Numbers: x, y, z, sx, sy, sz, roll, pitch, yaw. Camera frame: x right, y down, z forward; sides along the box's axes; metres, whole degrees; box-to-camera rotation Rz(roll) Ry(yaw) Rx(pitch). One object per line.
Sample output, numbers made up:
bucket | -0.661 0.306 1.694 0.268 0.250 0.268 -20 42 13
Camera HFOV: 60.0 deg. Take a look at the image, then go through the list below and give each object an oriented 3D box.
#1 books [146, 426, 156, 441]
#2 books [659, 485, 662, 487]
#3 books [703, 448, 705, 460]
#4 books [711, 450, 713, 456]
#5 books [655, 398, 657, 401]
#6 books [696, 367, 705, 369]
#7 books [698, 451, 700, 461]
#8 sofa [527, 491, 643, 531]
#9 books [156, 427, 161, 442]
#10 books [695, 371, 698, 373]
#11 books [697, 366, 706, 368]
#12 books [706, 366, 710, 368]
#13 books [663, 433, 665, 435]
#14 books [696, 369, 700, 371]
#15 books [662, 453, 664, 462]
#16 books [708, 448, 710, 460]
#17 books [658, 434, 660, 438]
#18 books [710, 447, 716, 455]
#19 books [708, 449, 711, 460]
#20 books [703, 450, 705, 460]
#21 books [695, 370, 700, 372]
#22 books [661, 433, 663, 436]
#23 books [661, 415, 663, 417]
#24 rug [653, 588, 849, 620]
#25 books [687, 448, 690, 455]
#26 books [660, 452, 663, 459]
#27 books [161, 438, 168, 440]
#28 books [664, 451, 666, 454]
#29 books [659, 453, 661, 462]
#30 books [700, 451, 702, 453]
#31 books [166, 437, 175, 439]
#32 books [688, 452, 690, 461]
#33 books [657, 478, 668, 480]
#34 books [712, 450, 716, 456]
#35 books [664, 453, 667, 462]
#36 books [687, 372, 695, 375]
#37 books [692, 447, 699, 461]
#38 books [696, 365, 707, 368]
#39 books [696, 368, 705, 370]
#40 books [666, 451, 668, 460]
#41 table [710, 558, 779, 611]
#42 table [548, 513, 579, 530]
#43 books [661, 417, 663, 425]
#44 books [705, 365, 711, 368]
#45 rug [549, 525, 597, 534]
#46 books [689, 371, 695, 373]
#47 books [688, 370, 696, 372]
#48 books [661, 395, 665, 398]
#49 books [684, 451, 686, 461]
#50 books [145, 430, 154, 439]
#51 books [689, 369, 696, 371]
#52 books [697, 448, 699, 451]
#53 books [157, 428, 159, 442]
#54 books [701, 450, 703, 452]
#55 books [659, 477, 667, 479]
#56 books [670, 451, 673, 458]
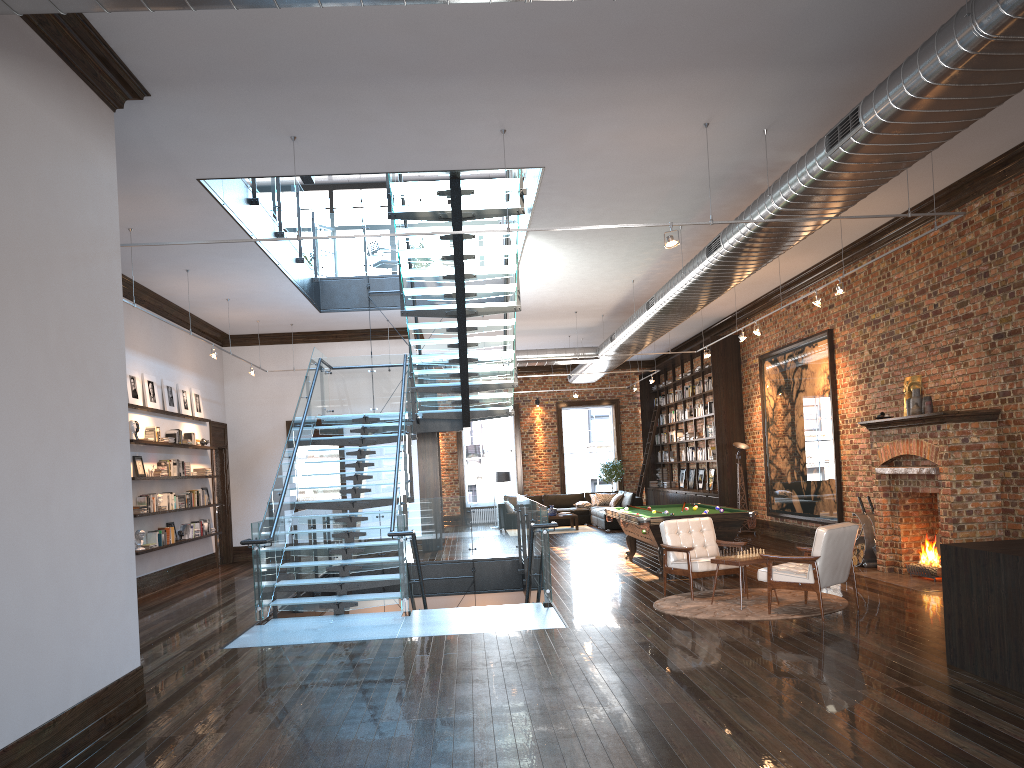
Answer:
books | -5.250 0.730 12.898 0.142 0.228 0.014 -3 -1 -3
books | 4.276 2.879 25.037 0.198 0.035 0.218 -3 -5 0
books | 4.494 1.614 20.486 0.152 0.291 0.031 -3 -1 -3
books | 4.536 1.586 19.877 0.141 0.228 0.032 -3 -1 -3
books | 4.155 0.551 25.162 0.180 0.307 0.014 -3 -1 -3
books | 4.385 -0.366 20.485 0.169 0.034 0.287 -2 -5 -8
books | 4.467 1.676 20.813 0.167 0.234 0.032 -3 -1 -3
sofa | 1.429 3.148 21.935 3.499 0.802 3.464 -3 -5 -3
books | -5.234 0.743 12.979 0.164 0.216 0.012 -3 -1 -3
books | 4.374 -0.289 20.483 0.217 0.010 0.343 -3 -5 -4
books | 4.381 -0.391 20.485 0.168 0.015 0.370 -3 -5 1
books | 4.406 -0.374 19.559 0.214 0.012 0.253 -3 -5 2
books | 4.252 1.495 24.390 0.159 0.285 0.014 -3 -1 -3
books | 4.372 -0.325 20.483 0.206 0.008 0.335 -3 -5 0
books | 4.265 2.042 24.631 0.188 0.244 0.026 -3 -1 -3
books | 4.515 1.581 20.047 0.175 0.272 0.031 -3 -1 -3
books | 4.208 1.540 24.907 0.187 0.297 0.016 -3 -1 -3
books | 4.533 1.560 19.901 0.159 0.285 0.014 -3 -1 -3
books | 4.506 1.584 19.936 0.176 0.246 0.039 -3 -1 -3
books | 4.492 1.626 20.361 0.191 0.245 0.031 -3 -1 -3
books | 4.366 -0.301 20.483 0.227 0.015 0.276 -3 -5 -5
books | 4.231 1.527 24.793 0.179 0.298 0.015 -3 -1 -3
books | 4.211 0.995 24.511 0.189 0.303 0.014 -3 -1 -3
rug | 2.472 2.289 9.281 1.969 0.015 1.978 -3 -5 -1
books | 4.421 1.740 21.914 0.170 0.311 0.039 -3 -1 -3
books | 4.257 2.040 24.898 0.183 0.300 0.015 -3 -1 -3
books | -5.270 0.827 13.299 0.152 0.013 0.196 -3 -5 -3
books | 4.278 1.994 24.445 0.165 0.303 0.013 -3 -1 -3
books | 4.251 2.069 25.024 0.177 0.266 0.026 -3 -1 -3
books | 4.476 1.666 20.624 0.174 0.217 0.027 -3 -1 -3
books | -5.283 0.831 13.578 0.142 0.011 0.258 -3 -5 1
books | 4.416 1.783 21.812 0.174 0.206 0.031 -3 -1 -3
books | 4.245 2.682 25.038 0.250 0.020 0.318 -3 -5 -3
books | 4.541 1.592 19.843 0.136 0.210 0.036 -3 -1 -3
books | 4.268 2.019 24.323 0.212 0.233 0.019 -3 -1 -3
books | 4.337 -0.253 21.199 0.193 0.030 0.314 -2 -5 -8
books | 4.431 1.686 21.381 0.186 0.317 0.015 -3 -1 -3
books | 4.380 -0.407 20.485 0.188 0.017 0.276 -3 -5 -1
books | 4.368 -0.339 20.483 0.216 0.020 0.235 -2 -5 -6
books | 4.308 1.988 24.299 0.159 0.285 0.014 -3 -1 -3
table | 2.393 2.044 9.161 0.516 0.494 0.465 -1 -3 -28
table | 1.040 3.343 21.377 1.000 0.344 1.005 -3 -5 -3
books | 4.210 1.027 24.450 0.191 0.229 0.034 -3 -1 -3
books | 4.404 -0.390 19.559 0.219 0.019 0.330 -3 -5 0
rug | 0.909 3.511 21.241 2.021 0.003 2.123 -3 -5 -3
books | 4.349 -0.279 21.200 0.171 0.021 0.308 -2 -5 -7
books | 4.332 -0.307 21.200 0.205 0.017 0.361 -2 -5 -6
books | 4.192 0.460 24.386 0.167 0.337 0.016 -3 -1 -3
books | 4.392 1.789 22.145 0.189 0.260 0.027 -3 -1 -3
books | -5.256 0.754 12.865 0.128 0.175 0.050 -3 -1 -3
books | 4.343 -0.329 21.200 0.192 0.009 0.306 -3 -5 -2
books | 4.470 1.668 21.031 0.131 0.290 0.016 -3 -1 -3
books | -5.238 0.748 12.929 0.163 0.197 0.029 -3 -1 -3
books | 4.481 1.649 20.560 0.165 0.237 0.034 -3 -1 -3
books | 4.265 2.655 25.039 0.183 0.034 0.271 -3 -5 2
books | 4.315 1.972 24.120 0.129 0.282 0.030 -3 -1 -3
